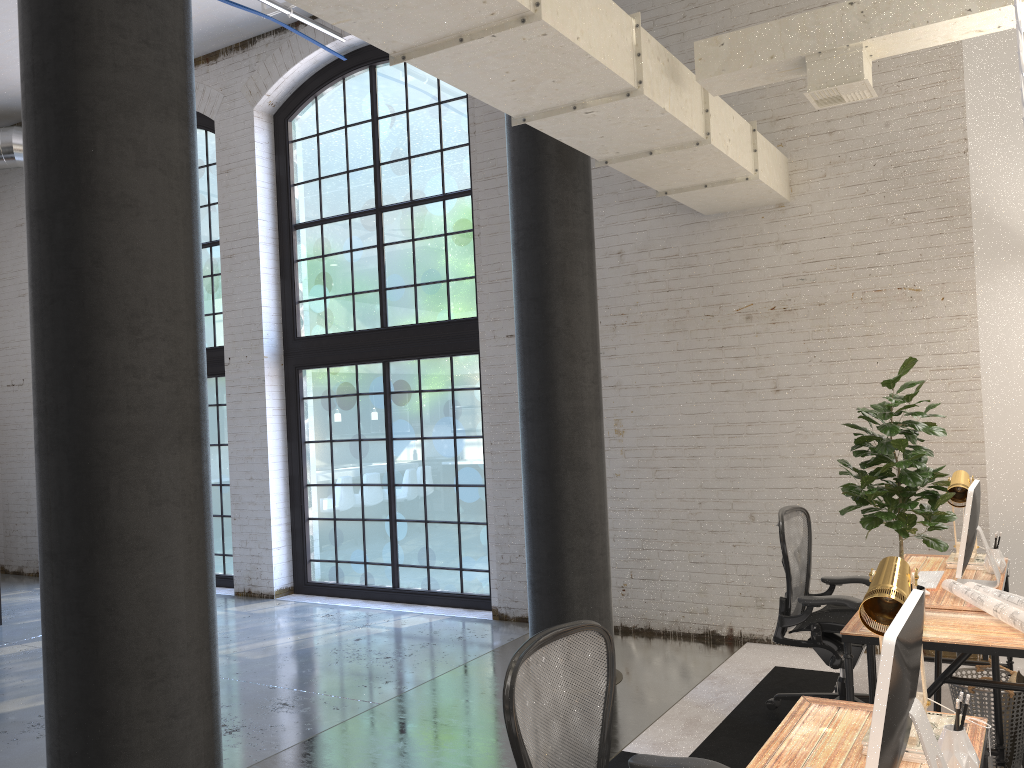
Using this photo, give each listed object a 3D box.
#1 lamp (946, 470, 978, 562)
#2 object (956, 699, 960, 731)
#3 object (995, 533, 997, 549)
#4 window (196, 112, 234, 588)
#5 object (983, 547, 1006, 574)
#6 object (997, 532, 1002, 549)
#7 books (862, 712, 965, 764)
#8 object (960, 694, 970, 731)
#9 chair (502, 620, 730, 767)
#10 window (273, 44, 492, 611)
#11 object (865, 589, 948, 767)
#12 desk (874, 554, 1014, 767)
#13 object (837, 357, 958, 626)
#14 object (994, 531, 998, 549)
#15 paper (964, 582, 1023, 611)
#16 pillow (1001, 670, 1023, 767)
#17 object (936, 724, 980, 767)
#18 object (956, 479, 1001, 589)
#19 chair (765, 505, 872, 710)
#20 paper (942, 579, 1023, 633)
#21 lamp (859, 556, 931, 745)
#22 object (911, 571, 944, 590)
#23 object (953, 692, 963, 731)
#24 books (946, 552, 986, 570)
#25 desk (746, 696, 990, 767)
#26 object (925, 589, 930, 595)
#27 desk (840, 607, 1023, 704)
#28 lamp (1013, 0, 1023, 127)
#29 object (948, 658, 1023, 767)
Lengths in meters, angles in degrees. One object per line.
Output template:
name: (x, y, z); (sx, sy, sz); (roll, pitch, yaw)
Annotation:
lamp: (2.392, 0.696, 4.711); (0.126, 0.470, 0.344); (-3, -1, 31)
object: (1.085, 0.864, 2.159); (0.008, 0.207, 0.054); (-3, -1, 14)
object: (2.440, 0.852, 4.474); (0.008, 0.207, 0.054); (-3, -1, 14)
window: (-3.759, -0.370, 9.738); (2.492, 5.178, 0.138); (-3, -1, 31)
object: (2.443, 0.895, 4.489); (0.101, 0.126, 0.101); (-2, -1, -14)
object: (2.456, 0.853, 4.492); (0.054, 0.207, 0.008); (-3, -1, 18)
books: (1.099, 0.956, 2.421); (0.225, 0.038, 0.309); (-4, -2, 31)
object: (1.101, 0.864, 2.178); (0.054, 0.207, 0.008); (-3, -1, 18)
chair: (0.343, 1.193, 2.273); (0.792, 1.085, 0.770); (-3, -1, 15)
window: (-1.177, -0.541, 8.192); (2.492, 5.178, 0.138); (-3, -1, 31)
object: (0.854, 0.730, 1.918); (0.190, 0.485, 0.483); (-3, -2, 31)
desk: (2.171, 1.331, 4.419); (0.529, 0.724, 1.401); (-3, -2, 31)
object: (1.559, 0.433, 3.610); (0.439, 1.077, 0.514); (-3, -1, 22)
object: (2.448, 0.853, 4.502); (0.054, 0.207, 0.008); (-3, -1, -4)
paper: (2.108, 0.900, 3.496); (0.083, 0.082, 1.134); (-3, -2, -4)
pillow: (2.177, 1.472, 3.873); (0.120, 0.406, 0.239); (-3, -1, 31)
object: (1.088, 0.906, 2.174); (0.101, 0.126, 0.101); (-2, -1, -14)
object: (2.210, 0.718, 4.232); (0.190, 0.485, 0.483); (-3, -2, 31)
chair: (1.698, 1.181, 4.588); (0.792, 1.085, 0.770); (-3, -1, 15)
paper: (1.965, 0.909, 3.582); (0.083, 0.082, 1.134); (-3, -2, 5)
lamp: (1.038, 0.707, 2.396); (0.128, 0.470, 0.344); (-3, -1, 31)
object: (2.043, 0.963, 4.365); (0.119, 0.017, 0.439); (-4, -2, 31)
object: (1.092, 0.865, 2.187); (0.054, 0.207, 0.008); (-3, -1, -4)
books: (2.454, 0.945, 4.736); (0.225, 0.038, 0.309); (-4, -2, 31)
desk: (0.816, 1.342, 2.105); (0.529, 0.724, 1.401); (-3, -2, 31)
object: (1.869, 0.956, 4.087); (0.106, 0.029, 0.059); (-4, -2, 32)
desk: (2.038, 1.303, 3.362); (1.401, 0.724, 0.529); (-4, -2, 31)
lamp: (1.084, -2.102, 1.822); (0.226, 2.863, 7.301); (-3, -2, 31)
object: (2.112, 1.463, 3.918); (0.353, 0.435, 0.358); (-3, -1, 27)
